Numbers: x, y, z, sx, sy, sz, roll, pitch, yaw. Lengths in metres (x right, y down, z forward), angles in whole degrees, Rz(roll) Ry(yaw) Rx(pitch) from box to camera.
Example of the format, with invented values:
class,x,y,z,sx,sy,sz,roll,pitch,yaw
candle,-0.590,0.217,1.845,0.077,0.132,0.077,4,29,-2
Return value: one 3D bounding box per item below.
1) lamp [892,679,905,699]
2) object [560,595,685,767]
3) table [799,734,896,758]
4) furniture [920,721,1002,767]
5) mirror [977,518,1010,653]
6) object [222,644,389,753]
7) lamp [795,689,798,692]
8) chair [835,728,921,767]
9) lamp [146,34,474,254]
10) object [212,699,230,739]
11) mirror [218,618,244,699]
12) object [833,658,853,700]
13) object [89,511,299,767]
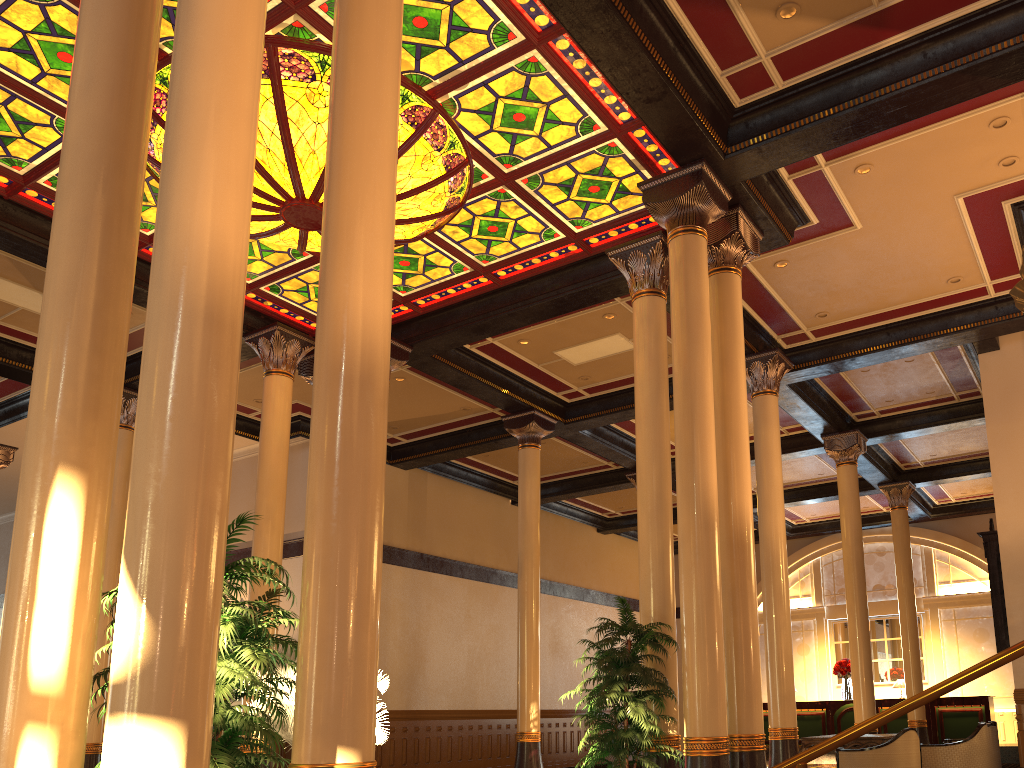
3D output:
class,x,y,z,sx,sy,sz,roll,pitch,yaw
lamp,8.919,6.985,19.918,0.429,0.427,0.435,2,-17,-10
object,0.966,2.924,7.567,1.014,2.074,1.144,-6,-15,22
table,4.618,5.062,11.532,1.083,0.745,1.739,-13,-23,32
furniture,5.904,4.914,11.398,0.790,0.911,2.306,-11,-22,32
mirror,6.830,2.848,12.149,0.250,1.916,1.890,-9,-18,33
object,-2.035,3.822,9.865,1.786,2.191,2.201,-12,-20,36
lamp,6.787,7.566,21.285,0.429,0.427,0.435,2,-17,-10
chair,4.278,4.418,9.982,1.002,0.880,0.765,11,-20,-34
lamp,-1.853,-1.782,7.890,2.932,0.581,3.195,-14,-24,30
object,-5.380,5.894,14.833,1.090,2.074,1.066,1,-14,-7
mirror,-5.157,4.913,15.755,1.356,1.497,0.212,-12,-16,33
object,3.434,0.146,7.097,0.658,4.133,31.733,-4,-21,17
object,-1.468,1.639,4.124,1.090,2.074,1.066,1,-14,-7
